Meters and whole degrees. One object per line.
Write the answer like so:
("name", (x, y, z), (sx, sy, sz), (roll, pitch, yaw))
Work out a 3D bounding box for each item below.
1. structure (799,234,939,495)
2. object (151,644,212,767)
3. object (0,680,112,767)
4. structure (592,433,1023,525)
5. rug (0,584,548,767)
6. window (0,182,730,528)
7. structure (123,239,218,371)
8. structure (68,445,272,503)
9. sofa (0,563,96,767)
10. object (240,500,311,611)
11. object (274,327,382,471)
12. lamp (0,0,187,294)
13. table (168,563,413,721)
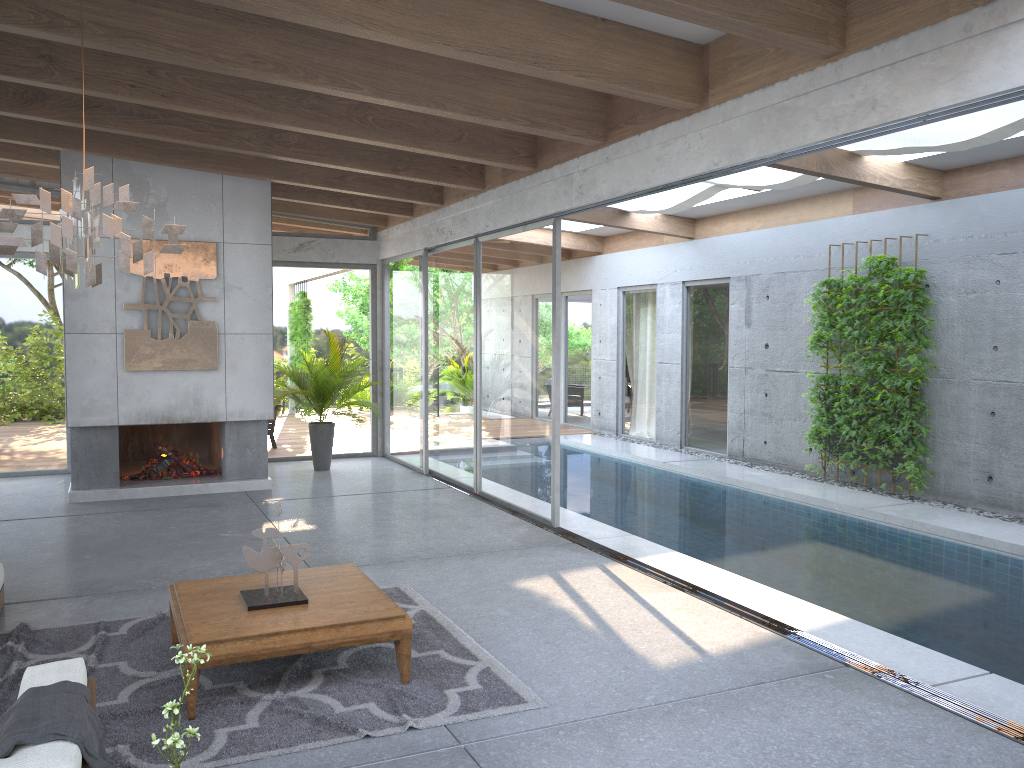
("structure", (3.494, 0.021, 5.340), (2.739, 2.687, 10.282), (0, 3, -7))
("object", (-0.974, 1.119, 2.574), (0.171, 0.750, 0.238), (0, 3, -3))
("object", (-1.559, 1.366, 2.754), (0.857, 0.704, 0.472), (-2, 4, -28))
("structure", (4.310, 1.217, 9.098), (0.477, 0.068, 13.673), (-1, 4, -24))
("rug", (-1.725, 1.436, 4.438), (3.186, 0.056, 2.187), (-1, 4, -24))
("window", (-1.160, -0.391, 4.212), (14.294, 3.764, 23.280), (-1, 4, -24))
("structure", (-3.551, -0.815, 9.242), (0.919, 1.351, 0.041), (-1, 4, -24))
("structure", (-4.020, 0.838, 10.359), (2.012, 0.595, 2.203), (-1, 4, -24))
("sofa", (-2.835, 1.196, 3.757), (1.965, 0.777, 3.733), (-1, 4, -24))
("object", (-1.222, 0.848, 4.596), (0.346, 0.518, 0.379), (-1, 4, -24))
("object", (-2.389, 0.174, 11.168), (1.484, 1.819, 1.798), (-1, 3, -17))
("lamp", (-2.032, -1.112, 3.980), (0.862, 1.400, 0.636), (1, 3, 22))
("table", (-1.190, 1.283, 4.610), (1.048, 0.352, 1.112), (-1, 4, -24))
